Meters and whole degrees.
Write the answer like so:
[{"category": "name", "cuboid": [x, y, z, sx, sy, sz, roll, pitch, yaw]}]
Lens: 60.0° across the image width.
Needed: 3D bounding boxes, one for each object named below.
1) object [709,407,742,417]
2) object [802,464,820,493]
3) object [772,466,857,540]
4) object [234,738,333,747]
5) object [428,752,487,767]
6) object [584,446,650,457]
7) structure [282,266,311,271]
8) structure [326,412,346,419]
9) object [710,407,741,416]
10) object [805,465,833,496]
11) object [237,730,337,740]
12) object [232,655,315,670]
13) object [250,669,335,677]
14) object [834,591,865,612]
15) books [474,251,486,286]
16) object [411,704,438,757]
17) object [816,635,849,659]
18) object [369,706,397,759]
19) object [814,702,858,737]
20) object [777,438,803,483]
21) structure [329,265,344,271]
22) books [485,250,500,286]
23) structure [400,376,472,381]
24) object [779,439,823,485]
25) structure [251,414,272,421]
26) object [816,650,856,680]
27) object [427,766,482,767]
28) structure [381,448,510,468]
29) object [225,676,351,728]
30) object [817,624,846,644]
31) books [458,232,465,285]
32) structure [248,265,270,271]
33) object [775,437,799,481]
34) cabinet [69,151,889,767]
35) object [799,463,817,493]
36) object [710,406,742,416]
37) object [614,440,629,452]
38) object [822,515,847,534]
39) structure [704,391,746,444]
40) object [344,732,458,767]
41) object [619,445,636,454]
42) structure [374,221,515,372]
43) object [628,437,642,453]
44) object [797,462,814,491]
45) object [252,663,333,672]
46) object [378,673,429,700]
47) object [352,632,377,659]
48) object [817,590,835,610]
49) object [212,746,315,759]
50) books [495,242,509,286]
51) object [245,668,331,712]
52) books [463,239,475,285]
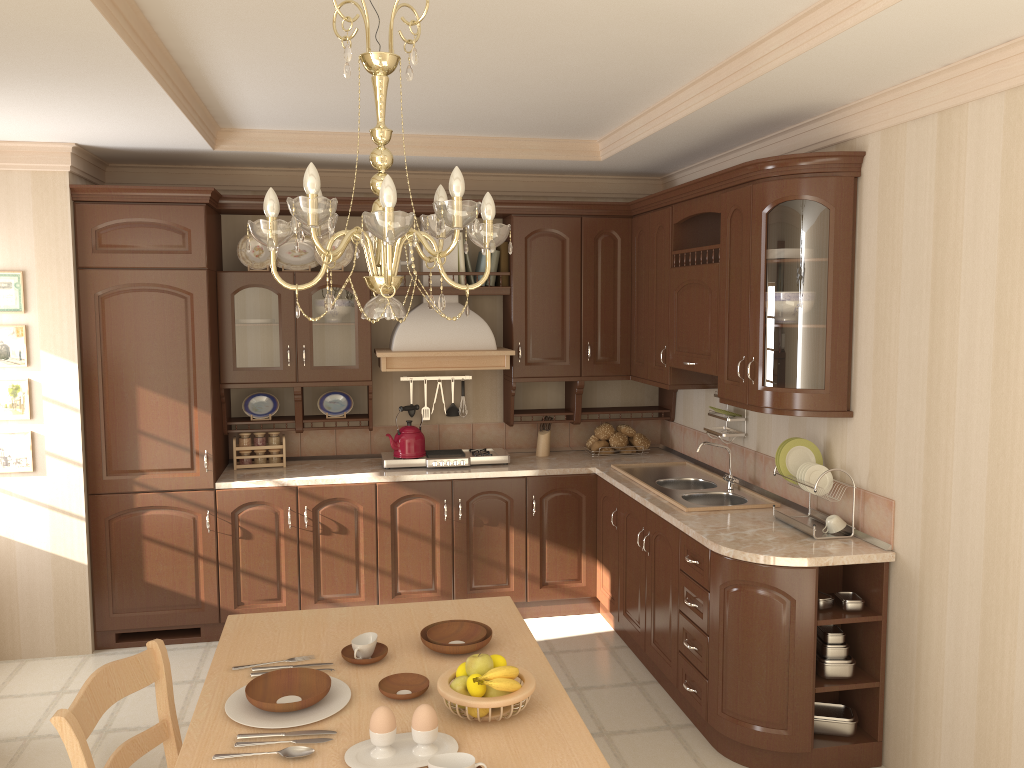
[{"category": "object", "cuboid": [1.072, 0.140, 4.454, 0.167, 0.051, 0.174, -1, 5, -11]}, {"category": "object", "cuboid": [1.213, 0.379, 3.537, 0.123, 0.119, 0.034, -1, 5, -11]}, {"category": "object", "cuboid": [1.208, 0.444, 3.566, 0.172, 0.275, 0.359, -1, 5, -10]}, {"category": "object", "cuboid": [-0.504, 0.793, 1.963, 0.216, 0.004, 0.022, -1, 5, -6]}, {"category": "object", "cuboid": [-0.109, 0.781, 1.779, 0.119, 0.055, 0.063, 0, 5, 3]}, {"category": "object", "cuboid": [0.630, 0.392, 5.337, 0.364, 0.060, 0.199, -1, 5, -11]}, {"category": "structure", "cuboid": [-1.198, -0.686, 4.930, 0.154, 0.126, 0.080, -1, 5, -11]}, {"category": "structure", "cuboid": [-1.002, 0.128, 5.044, 0.110, 0.126, 0.080, -1, 5, -11]}, {"category": "object", "cuboid": [1.073, 0.138, 4.454, 0.167, 0.051, 0.174, -1, 5, -11]}, {"category": "object", "cuboid": [1.216, 0.381, 3.516, 0.123, 0.119, 0.034, -1, 5, -11]}, {"category": "object", "cuboid": [-0.506, 0.788, 1.998, 0.221, 0.008, 0.023, -1, 5, -6]}, {"category": "object", "cuboid": [-0.643, 0.754, 2.399, 0.218, 0.004, 0.028, -2, 6, -21]}, {"category": "object", "cuboid": [-0.575, 0.758, 2.332, 0.218, 0.008, 0.022, -1, 5, -9]}, {"category": "object", "cuboid": [1.280, 0.826, 3.364, 0.084, 0.045, 0.120, 0, 5, 0]}, {"category": "books", "cuboid": [-0.174, -0.669, 5.153, 0.086, 0.209, 0.205, -1, 5, -11]}, {"category": "object", "cuboid": [-0.189, 0.744, 1.922, 0.058, 0.104, 0.058, -4, 6, -32]}, {"category": "object", "cuboid": [1.219, 1.002, 3.395, 0.106, 0.057, 0.152, 0, 5, 0]}, {"category": "object", "cuboid": [-0.278, 0.745, 1.913, 0.058, 0.104, 0.058, -4, 6, -32]}, {"category": "object", "cuboid": [1.221, 1.294, 3.422, 0.208, 0.077, 0.145, 1, 5, 14]}, {"category": "object", "cuboid": [1.188, 0.319, 3.672, 0.193, 0.188, 0.047, -1, 5, -10]}, {"category": "structure", "cuboid": [-0.990, -0.685, 4.914, 0.110, 0.126, 0.080, -1, 5, -11]}, {"category": "books", "cuboid": [-0.122, -0.669, 5.154, 0.080, 0.209, 0.205, -1, 5, -11]}, {"category": "structure", "cuboid": [-0.448, -0.034, 5.255, 0.422, 0.020, 0.008, -1, 5, -11]}, {"category": "object", "cuboid": [1.191, 0.321, 3.654, 0.193, 0.188, 0.047, -1, 5, -10]}, {"category": "structure", "cuboid": [-1.405, 0.137, 4.968, 0.110, 0.126, 0.080, -1, 5, -11]}, {"category": "object", "cuboid": [1.219, 1.061, 3.401, 0.145, 0.077, 0.208, 0, 5, 0]}, {"category": "object", "cuboid": [-0.117, 0.798, 1.780, 0.126, 0.026, 0.127, -2, 6, -20]}, {"category": "structure", "cuboid": [-0.374, 0.416, 5.011, 0.710, 0.054, 0.325, -1, 5, -11]}, {"category": "object", "cuboid": [-0.544, 0.772, 2.163, 0.299, 0.009, 0.299, -1, 5, -13]}, {"category": "object", "cuboid": [1.219, 0.955, 3.391, 0.084, 0.045, 0.120, 0, 5, 0]}, {"category": "books", "cuboid": [-0.298, -0.715, 5.124, 0.042, 0.305, 0.194, -1, 5, -11]}, {"category": "structure", "cuboid": [-1.383, -0.676, 4.838, 0.110, 0.126, 0.080, -1, 5, -11]}, {"category": "object", "cuboid": [1.185, 0.317, 3.690, 0.193, 0.188, 0.047, -1, 5, -10]}, {"category": "cabinet", "cuboid": [-0.414, 0.218, 4.085, 3.226, 2.313, 2.436, -1, 5, -11]}, {"category": "object", "cuboid": [1.209, 0.377, 3.558, 0.123, 0.119, 0.034, -1, 5, -9]}, {"category": "object", "cuboid": [1.074, 0.135, 4.454, 0.167, 0.051, 0.174, -1, 5, -11]}, {"category": "object", "cuboid": [0.656, 0.366, 5.370, 0.114, 0.094, 0.098, -3, 6, -31]}, {"category": "object", "cuboid": [1.269, 0.549, 3.476, 0.073, 0.072, 0.085, 5, 7, 43]}, {"category": "structure", "cuboid": [1.079, 0.113, 4.497, 0.131, 0.361, 0.256, -1, 5, -11]}, {"category": "object", "cuboid": [-0.238, 0.795, 1.917, 0.245, 0.005, 0.157, -2, 5, -14]}, {"category": "object", "cuboid": [0.695, 0.393, 5.326, 0.103, 0.060, 0.105, -2, 5, -16]}, {"category": "structure", "cuboid": [-0.396, -0.512, 5.011, 0.753, 0.845, 0.455, -1, 5, -11]}, {"category": "object", "cuboid": [0.748, 0.364, 5.378, 0.091, 0.100, 0.125, -2, 5, -16]}, {"category": "object", "cuboid": [1.205, 0.376, 3.578, 0.123, 0.119, 0.034, -1, 5, -11]}, {"category": "object", "cuboid": [-0.585, 0.754, 2.368, 0.212, 0.008, 0.018, -1, 5, -11]}, {"category": "object", "cuboid": [-0.269, 0.758, 2.210, 0.127, 0.026, 0.126, 5, 7, 44]}, {"category": "object", "cuboid": [-0.403, 0.724, 2.413, 0.063, 0.055, 0.119, 2, 6, 18]}, {"category": "object", "cuboid": [1.165, 0.824, 3.386, 0.084, 0.045, 0.120, -3, 6, -25]}, {"category": "object", "cuboid": [-0.534, 0.796, 1.905, 0.219, 0.011, 0.047, 0, 5, -2]}, {"category": "books", "cuboid": [-0.058, -0.694, 5.167, 0.052, 0.254, 0.205, -1, 5, -11]}, {"category": "object", "cuboid": [-0.544, 0.754, 2.162, 0.204, 0.042, 0.204, -1, 5, -11]}, {"category": "books", "cuboid": [-0.261, -0.699, 5.140, 0.068, 0.271, 0.194, -1, 5, -11]}]
